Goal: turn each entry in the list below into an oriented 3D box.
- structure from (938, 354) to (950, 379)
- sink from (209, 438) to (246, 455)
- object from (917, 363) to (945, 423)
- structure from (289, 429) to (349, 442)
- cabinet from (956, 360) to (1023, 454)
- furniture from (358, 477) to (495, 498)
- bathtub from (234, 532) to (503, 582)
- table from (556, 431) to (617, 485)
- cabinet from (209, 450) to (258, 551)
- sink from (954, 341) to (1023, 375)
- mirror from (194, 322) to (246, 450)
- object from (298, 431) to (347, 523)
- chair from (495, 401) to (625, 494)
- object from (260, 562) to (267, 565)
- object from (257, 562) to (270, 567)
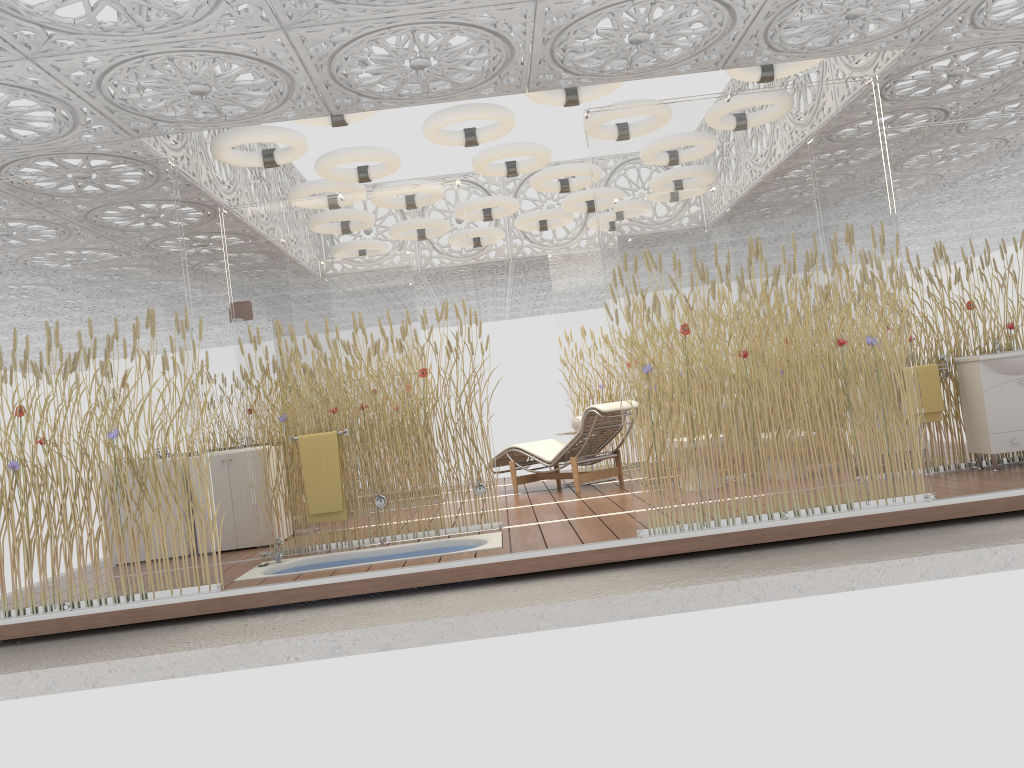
[{"bbox_3d":[3.043,-0.110,6.539,0.405,0.183,0.115,-7,-2,-3],"label":"structure"},{"bbox_3d":[-2.314,0.588,7.471,0.573,0.266,0.499,-7,-2,2],"label":"sink"},{"bbox_3d":[3.009,0.075,6.502,0.295,0.427,0.042,-7,-2,-10],"label":"object"},{"bbox_3d":[-1.415,0.377,6.477,0.442,0.047,0.078,-7,-2,-1],"label":"structure"},{"bbox_3d":[3.640,0.134,6.452,0.580,0.678,0.316,-7,-2,-1],"label":"cabinet"},{"bbox_3d":[-0.604,0.740,6.362,0.977,0.014,0.178,-7,-2,-1],"label":"furniture"},{"bbox_3d":[-0.898,1.257,5.932,1.700,0.582,0.700,-7,-2,-1],"label":"bathtub"},{"bbox_3d":[0.780,0.757,9.302,0.420,0.535,0.420,-6,-2,-31],"label":"table"},{"bbox_3d":[-2.266,0.952,7.444,0.643,0.782,0.549,-7,-2,-1],"label":"cabinet"},{"bbox_3d":[3.603,-0.193,6.395,0.603,0.263,0.454,-7,-2,-1],"label":"sink"},{"bbox_3d":[-2.744,0.042,7.741,1.422,1.081,0.009,-7,-2,-1],"label":"mirror"},{"bbox_3d":[-1.375,0.682,6.441,0.283,0.656,0.042,-7,-2,-1],"label":"object"},{"bbox_3d":[0.512,0.654,8.950,0.635,0.811,1.787,-6,-2,-41],"label":"chair"},{"bbox_3d":[-1.703,1.232,6.079,0.035,0.016,0.066,-7,-2,8],"label":"object"},{"bbox_3d":[-1.703,1.239,6.078,0.065,0.011,0.108,-7,-2,8],"label":"object"}]
